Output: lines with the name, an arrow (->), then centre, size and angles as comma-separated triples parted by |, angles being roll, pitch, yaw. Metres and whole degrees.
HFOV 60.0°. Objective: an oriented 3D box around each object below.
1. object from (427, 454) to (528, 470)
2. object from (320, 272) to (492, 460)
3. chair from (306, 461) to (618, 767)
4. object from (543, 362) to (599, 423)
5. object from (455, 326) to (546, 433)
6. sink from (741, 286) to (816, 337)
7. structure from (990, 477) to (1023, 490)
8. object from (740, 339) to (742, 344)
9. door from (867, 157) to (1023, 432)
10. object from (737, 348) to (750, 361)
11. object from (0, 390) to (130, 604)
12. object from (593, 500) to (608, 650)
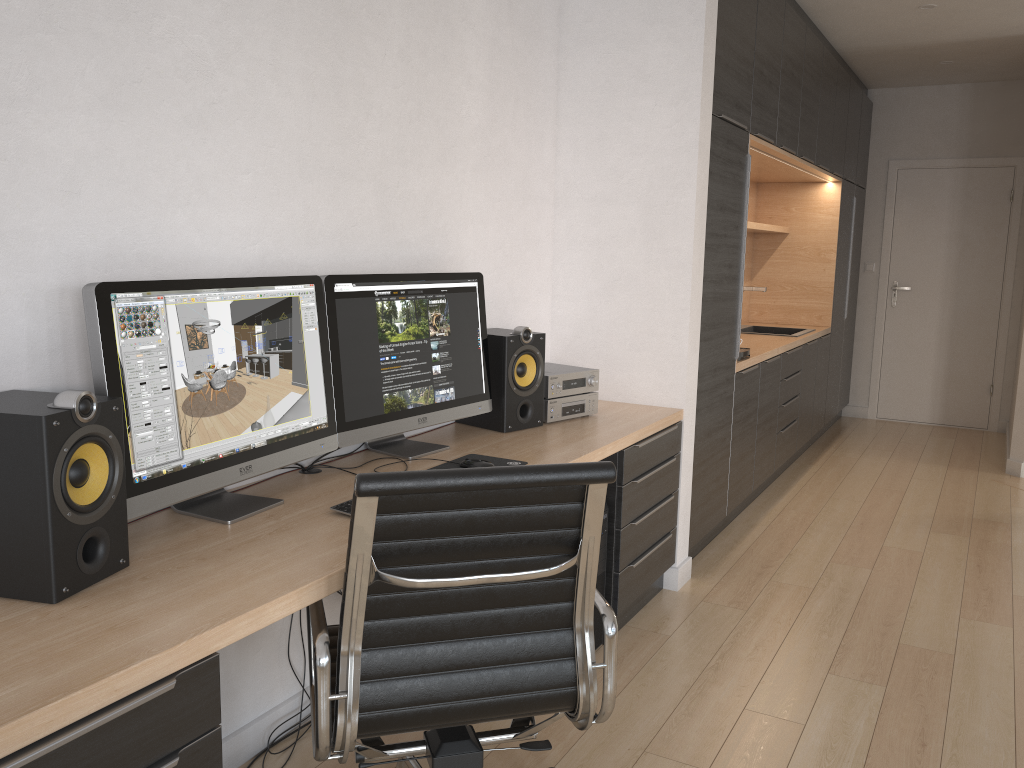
object -> -0.096, 0.234, 2.512 | 0.200, 0.002, 0.250 | 6, 10, 28
object -> -0.312, -0.064, 2.667 | 0.190, 0.535, 0.716 | 7, 10, 33
chair -> -0.149, 0.589, 1.862 | 0.664, 0.991, 0.699 | 0, 9, -10
object -> 0.138, 0.030, 3.305 | 0.270, 0.174, 0.285 | 10, 12, 43
object -> -0.038, -0.032, 3.095 | 0.249, 0.354, 0.198 | 10, 12, 43
sink -> 1.723, -0.389, 5.963 | 0.512, 0.518, 0.626 | 6, 10, 28
structure -> 4.889, 2.038, 4.113 | 2.823, 4.339, 4.190 | -1, 9, -16
object -> 1.078, -0.196, 4.391 | 0.099, 0.057, 0.095 | 7, 10, 31
door -> 3.461, -0.715, 7.124 | 0.974, 2.136, 0.085 | 6, 10, 28
object -> 0.988, -0.365, 4.615 | 0.584, 0.398, 0.618 | 6, 10, 29
object -> -0.861, 0.180, 1.597 | 0.249, 0.354, 0.198 | 3, 9, 14
object -> 0.072, 0.646, 3.059 | 0.474, 0.527, 0.215 | 6, 10, 28
